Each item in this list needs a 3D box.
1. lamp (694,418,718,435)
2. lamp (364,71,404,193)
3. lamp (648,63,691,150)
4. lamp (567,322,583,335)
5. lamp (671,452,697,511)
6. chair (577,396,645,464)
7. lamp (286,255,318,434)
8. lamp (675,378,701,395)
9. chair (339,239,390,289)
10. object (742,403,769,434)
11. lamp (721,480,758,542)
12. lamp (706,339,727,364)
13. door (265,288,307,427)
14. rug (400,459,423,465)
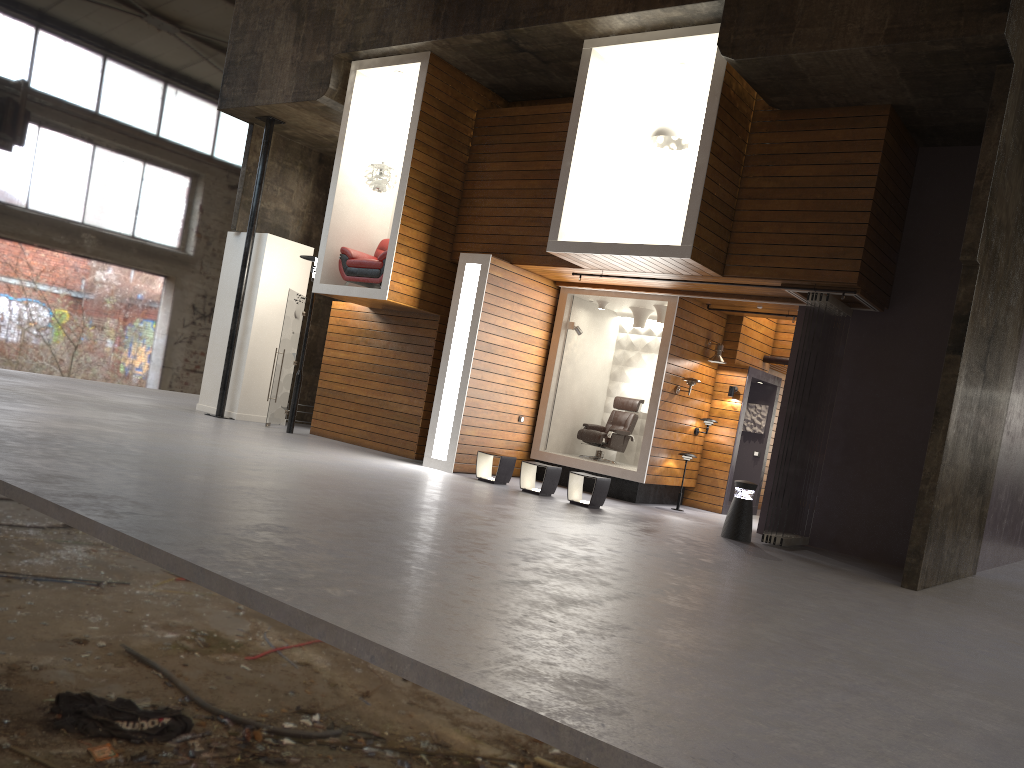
[{"bbox_3d":[2.967,0.658,13.505,0.325,0.297,0.289,10,0,37],"label":"lamp"},{"bbox_3d":[-1.818,-3.727,13.073,0.512,1.776,0.487,10,1,1],"label":"lamp"},{"bbox_3d":[2.051,-3.498,11.058,0.532,0.988,0.527,10,1,-41],"label":"lamp"},{"bbox_3d":[0.975,-0.853,13.641,0.248,0.188,0.129,10,1,6],"label":"lamp"},{"bbox_3d":[2.495,1.420,12.940,0.287,0.863,0.288,11,1,23],"label":"lamp"},{"bbox_3d":[1.544,0.697,14.103,0.828,1.072,0.752,10,1,-38],"label":"chair"},{"bbox_3d":[-3.342,-0.584,14.256,0.631,2.951,0.628,10,1,-12],"label":"lamp"},{"bbox_3d":[2.544,0.034,12.771,0.350,0.271,0.289,10,0,37],"label":"lamp"},{"bbox_3d":[-1.897,-1.815,13.389,1.195,0.938,0.956,10,0,37],"label":"chair"},{"bbox_3d":[4.045,0.572,14.747,0.378,0.478,0.048,11,1,37],"label":"object"},{"bbox_3d":[2.695,1.480,10.418,0.346,0.697,0.349,11,1,43],"label":"lamp"},{"bbox_3d":[3.094,-0.492,13.358,0.344,0.331,0.296,10,0,39],"label":"lamp"},{"bbox_3d":[-3.854,-0.418,15.178,0.146,2.306,1.284,10,1,0],"label":"door"},{"bbox_3d":[-1.033,1.230,13.533,0.538,0.014,1.584,9,-2,37],"label":"rug"}]
